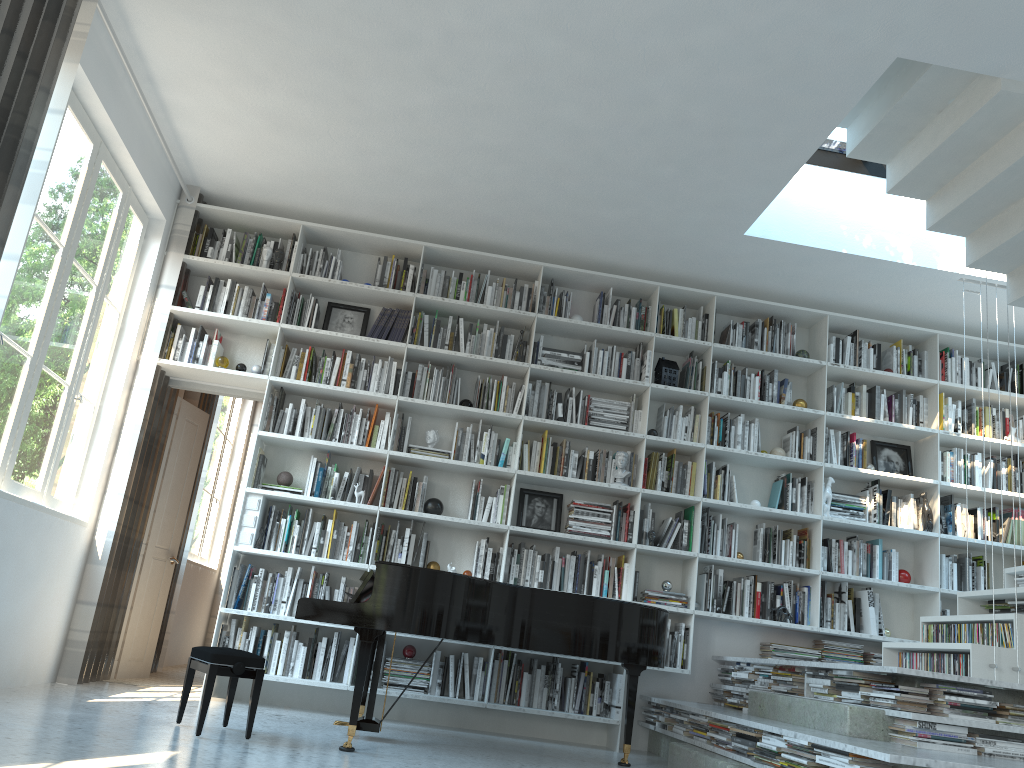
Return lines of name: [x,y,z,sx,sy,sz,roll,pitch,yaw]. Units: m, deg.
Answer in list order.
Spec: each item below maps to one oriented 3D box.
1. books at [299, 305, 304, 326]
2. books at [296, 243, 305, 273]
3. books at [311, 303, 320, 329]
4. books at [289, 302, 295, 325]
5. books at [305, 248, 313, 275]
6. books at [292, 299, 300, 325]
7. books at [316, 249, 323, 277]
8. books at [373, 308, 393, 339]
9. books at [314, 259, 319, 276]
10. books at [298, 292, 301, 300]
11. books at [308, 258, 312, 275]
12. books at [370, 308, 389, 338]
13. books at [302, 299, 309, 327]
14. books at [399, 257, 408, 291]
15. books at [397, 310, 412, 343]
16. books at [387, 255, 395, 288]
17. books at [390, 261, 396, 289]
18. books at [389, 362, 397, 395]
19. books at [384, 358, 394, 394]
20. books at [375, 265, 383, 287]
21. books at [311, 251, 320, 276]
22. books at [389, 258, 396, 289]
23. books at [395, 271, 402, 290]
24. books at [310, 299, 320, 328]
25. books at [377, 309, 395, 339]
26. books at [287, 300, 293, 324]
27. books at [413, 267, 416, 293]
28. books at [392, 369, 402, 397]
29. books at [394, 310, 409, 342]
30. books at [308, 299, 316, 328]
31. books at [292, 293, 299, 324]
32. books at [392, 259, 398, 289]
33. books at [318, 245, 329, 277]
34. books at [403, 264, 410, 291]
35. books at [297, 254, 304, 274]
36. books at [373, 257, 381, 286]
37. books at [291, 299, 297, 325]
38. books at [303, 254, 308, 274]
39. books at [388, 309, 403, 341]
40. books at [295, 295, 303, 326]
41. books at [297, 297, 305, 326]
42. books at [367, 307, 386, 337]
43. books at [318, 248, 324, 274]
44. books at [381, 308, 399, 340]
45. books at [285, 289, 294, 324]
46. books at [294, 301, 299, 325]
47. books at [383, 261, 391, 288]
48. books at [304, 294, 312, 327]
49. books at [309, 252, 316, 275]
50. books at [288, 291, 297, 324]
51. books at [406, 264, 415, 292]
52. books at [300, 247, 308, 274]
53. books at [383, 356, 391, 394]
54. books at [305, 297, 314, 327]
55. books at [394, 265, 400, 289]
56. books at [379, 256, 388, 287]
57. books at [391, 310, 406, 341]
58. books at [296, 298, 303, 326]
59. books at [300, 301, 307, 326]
books: [-1.445,-0.425,6.113,0.012,0.214,0.132,9,-16,-5]
books: [-1.482,-0.824,6.206,0.007,0.284,0.160,9,-16,-5]
books: [-1.349,-0.420,6.086,0.012,0.213,0.186,9,-16,-5]
books: [-1.507,-0.435,6.088,0.015,0.206,0.173,9,-16,-5]
books: [-1.419,-0.800,6.196,0.012,0.248,0.180,9,-16,-5]
books: [-1.476,-0.446,6.081,0.009,0.228,0.185,9,-16,-5]
books: [-1.345,-0.794,6.203,0.016,0.260,0.154,9,-16,-5]
books: [-0.904,-0.375,6.145,0.110,0.278,0.174,9,-16,-5]
books: [-1.366,-0.761,6.205,0.014,0.192,0.146,9,-16,-5]
books: [-1.482,-0.472,6.104,0.006,0.288,0.144,9,-16,-5]
books: [-1.409,-0.767,6.204,0.017,0.193,0.129,9,-16,-5]
books: [-0.928,-0.374,6.160,0.110,0.278,0.174,9,-16,-5]
books: [-1.414,-0.442,6.095,0.019,0.243,0.154,9,-16,-5]
books: [-0.769,-0.723,6.249,0.025,0.296,0.164,9,-16,-5]
books: [-0.752,-0.355,6.163,0.078,0.285,0.174,9,-16,-5]
books: [-0.862,-0.740,6.275,0.014,0.319,0.137,9,-16,-5]
books: [-0.838,-0.716,6.244,0.010,0.262,0.157,9,-16,-5]
books: [-0.814,-0.001,6.050,0.035,0.263,0.178,9,-16,-5]
books: [-0.841,-0.017,6.054,0.022,0.288,0.170,9,-16,-5]
books: [-0.939,-0.708,6.235,0.028,0.217,0.153,9,-16,-5]
books: [-1.376,-0.789,6.202,0.016,0.242,0.156,9,-16,-5]
books: [-0.850,-0.724,6.257,0.013,0.282,0.167,9,-16,-5]
books: [-0.802,-0.673,6.243,0.027,0.189,0.178,9,-16,-5]
books: [-1.359,-0.439,6.098,0.012,0.254,0.167,9,-16,-5]
books: [-0.884,-0.367,6.164,0.110,0.278,0.174,9,-16,-5]
books: [-1.526,-0.446,6.109,0.006,0.232,0.136,9,-16,-5]
books: [-0.690,-0.681,6.275,0.039,0.251,0.147,9,-16,-5]
books: [-0.779,0.027,6.021,0.039,0.201,0.236,9,-16,-5]
books: [-0.776,-0.355,6.175,0.078,0.285,0.174,9,-16,-5]
books: [-1.371,-0.438,6.098,0.011,0.249,0.168,9,-16,-5]
books: [-1.487,-0.468,6.099,0.005,0.276,0.147,9,-16,-5]
books: [-0.827,-0.719,6.247,0.011,0.273,0.184,9,-16,-5]
books: [-1.320,-0.804,6.192,0.015,0.278,0.191,9,-16,-5]
books: [-0.751,-0.695,6.269,0.022,0.259,0.152,9,-16,-5]
books: [-1.475,-0.786,6.188,0.017,0.203,0.143,9,-16,-5]
books: [-0.956,-0.736,6.254,0.013,0.277,0.151,9,-16,-5]
books: [-1.495,-0.450,6.094,0.005,0.237,0.154,9,-16,-5]
books: [-1.444,-0.783,6.196,0.032,0.209,0.159,9,-16,-5]
books: [-0.821,-0.362,6.171,0.078,0.285,0.174,9,-16,-5]
books: [-1.462,-0.458,6.090,0.009,0.259,0.184,9,-16,-5]
books: [-1.445,-0.452,6.078,0.004,0.245,0.189,9,-16,-5]
books: [-0.949,-0.380,6.149,0.110,0.278,0.174,9,-16,-5]
books: [-1.333,-0.798,6.204,0.007,0.271,0.155,9,-16,-5]
books: [-0.851,-0.370,6.148,0.097,0.281,0.174,9,-16,-5]
books: [-1.524,-0.485,6.085,0.005,0.291,0.184,9,-16,-5]
books: [-1.470,-0.441,6.070,0.004,0.213,0.187,9,-16,-5]
books: [-0.884,-0.716,6.238,0.028,0.248,0.156,9,-16,-5]
books: [-1.399,-0.458,6.100,0.005,0.280,0.191,9,-16,-5]
books: [-1.390,-0.784,6.193,0.013,0.224,0.177,9,-16,-5]
books: [-1.512,-0.477,6.095,0.006,0.286,0.148,9,-16,-5]
books: [-0.724,-0.692,6.258,0.031,0.253,0.178,9,-16,-5]
books: [-1.461,-0.809,6.202,0.007,0.258,0.157,9,-16,-5]
books: [-0.856,-0.024,6.041,0.012,0.290,0.183,9,-16,-5]
books: [-1.386,-0.447,6.089,0.023,0.257,0.184,9,-16,-5]
books: [-0.821,-0.700,6.273,0.013,0.253,0.129,9,-16,-5]
books: [-0.908,-0.734,6.242,0.024,0.279,0.188,9,-16,-5]
books: [-0.799,-0.357,6.177,0.078,0.285,0.174,9,-16,-5]
books: [-1.455,-0.449,6.098,0.010,0.248,0.166,9,-16,-5]
books: [-1.425,-0.434,6.081,0.018,0.218,0.187,9,-16,-5]
